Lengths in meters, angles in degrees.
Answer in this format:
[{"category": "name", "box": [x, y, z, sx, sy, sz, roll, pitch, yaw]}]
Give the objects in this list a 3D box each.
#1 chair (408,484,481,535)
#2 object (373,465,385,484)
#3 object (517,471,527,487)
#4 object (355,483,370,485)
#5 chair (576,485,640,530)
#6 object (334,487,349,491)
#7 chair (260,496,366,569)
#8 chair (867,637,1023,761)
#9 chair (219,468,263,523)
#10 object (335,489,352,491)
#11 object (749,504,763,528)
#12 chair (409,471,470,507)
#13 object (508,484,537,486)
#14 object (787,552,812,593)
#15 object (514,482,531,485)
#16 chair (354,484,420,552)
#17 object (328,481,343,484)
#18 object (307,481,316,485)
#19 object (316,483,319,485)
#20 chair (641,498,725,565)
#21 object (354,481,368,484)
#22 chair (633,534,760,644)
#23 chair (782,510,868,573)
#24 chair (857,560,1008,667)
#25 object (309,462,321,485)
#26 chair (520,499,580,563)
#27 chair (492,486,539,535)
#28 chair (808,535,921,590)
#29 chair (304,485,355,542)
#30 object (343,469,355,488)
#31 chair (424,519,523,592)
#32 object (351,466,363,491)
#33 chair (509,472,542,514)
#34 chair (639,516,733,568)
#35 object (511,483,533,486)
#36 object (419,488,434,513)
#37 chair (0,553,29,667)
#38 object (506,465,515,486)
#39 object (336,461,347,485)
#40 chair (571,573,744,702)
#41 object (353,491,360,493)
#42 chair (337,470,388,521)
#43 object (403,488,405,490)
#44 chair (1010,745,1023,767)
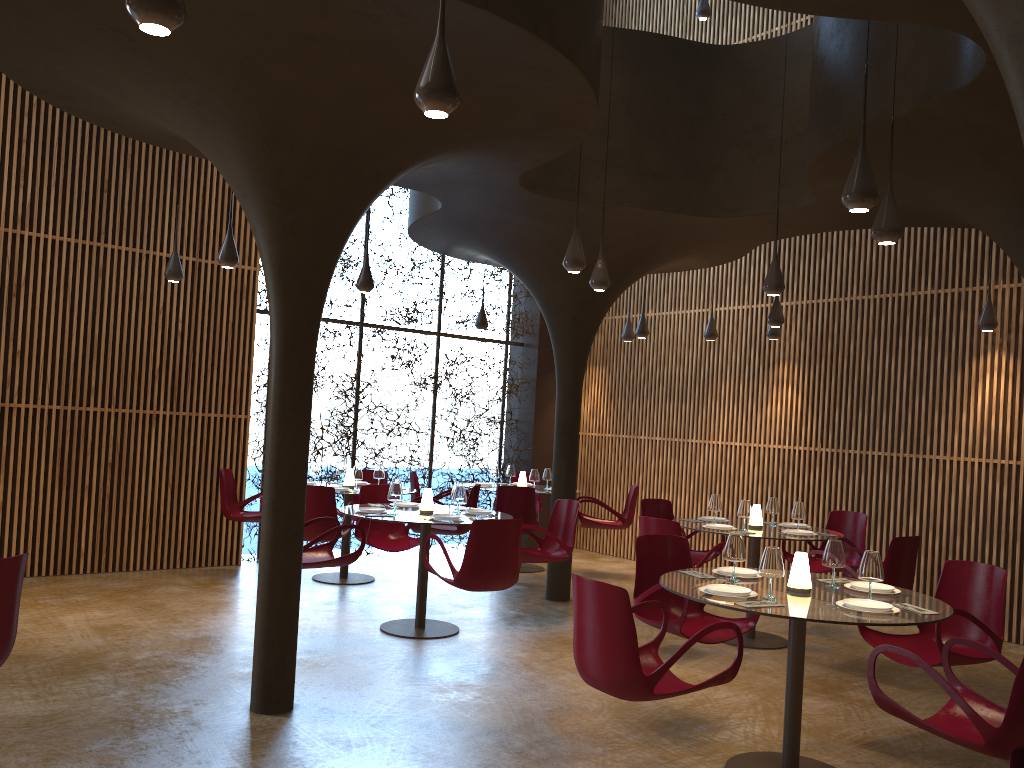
[{"category": "chair", "box": [-0.830, 1.514, 10.803, 0.872, 0.636, 0.625, 3, -2, 2]}, {"category": "object", "box": [-1.650, 1.152, 10.985, 0.142, 0.295, 0.142, 3, -1, 2]}, {"category": "object", "box": [0.148, 1.349, 12.487, 0.144, 0.232, 0.142, 3, -1, 27]}, {"category": "object", "box": [-1.999, 1.290, 11.463, 0.331, 0.014, 0.332, 1, -3, 44]}, {"category": "chair", "box": [1.321, 1.702, 12.355, 0.872, 0.636, 0.625, 3, -2, 2]}, {"category": "object", "box": [-2.045, 1.233, 10.418, 0.263, 0.029, 0.263, 3, -2, 12]}, {"category": "chair", "box": [-1.842, 1.338, 8.001, 0.873, 0.636, 0.625, 4, -2, -33]}, {"category": "chair", "box": [2.274, 1.413, 4.257, 0.625, 0.635, 0.872, 4, -2, -28]}, {"category": "chair", "box": [-3.178, 1.386, 10.937, 0.872, 0.636, 0.625, 3, -2, -3]}, {"category": "object", "box": [-2.046, 1.243, 10.418, 0.332, 0.014, 0.332, 5, -3, -29]}, {"category": "object", "box": [2.461, 1.330, 8.930, 0.142, 0.232, 0.144, 2, -2, 37]}, {"category": "chair", "box": [-1.027, 1.574, 12.489, 0.872, 0.636, 0.625, 3, -2, -3]}, {"category": "object", "box": [0.157, 1.480, 13.015, 0.410, 0.012, 0.204, 3, -2, 4]}, {"category": "object", "box": [1.747, 1.138, 5.371, 0.142, 0.232, 0.144, 3, -1, 27]}, {"category": "object", "box": [0.153, 1.469, 13.015, 0.263, 0.029, 0.263, 3, -2, 5]}, {"category": "chair", "box": [-1.329, 1.429, 9.470, 0.625, 0.635, 0.872, 4, -2, -23]}, {"category": "object", "box": [-2.295, 1.283, 11.526, 0.126, 0.017, 0.262, 3, -2, 8]}, {"category": "object", "box": [-2.555, 1.228, 10.971, 0.263, 0.029, 0.263, 2, -3, 23]}, {"category": "object", "box": [-2.555, 1.237, 10.970, 0.331, 0.014, 0.332, 2, -3, 33]}, {"category": "chair", "box": [1.804, 1.618, 9.721, 0.625, 0.635, 0.872, 4, -2, -33]}, {"category": "object", "box": [-1.999, 1.280, 11.464, 0.263, 0.029, 0.263, 3, -2, -1]}, {"category": "chair", "box": [1.238, 1.439, 6.262, 0.625, 0.635, 0.872, 4, -2, -23]}, {"category": "chair", "box": [3.437, 1.705, 9.594, 0.873, 0.636, 0.625, 5, -2, -38]}, {"category": "chair", "box": [2.824, 1.512, 5.853, 0.873, 0.636, 0.625, 4, -2, -28]}, {"category": "object", "box": [-2.396, 1.102, 10.796, 0.142, 0.295, 0.142, 4, -2, -39]}, {"category": "chair", "box": [0.257, 1.502, 9.061, 0.873, 0.636, 0.625, 4, -2, -28]}, {"category": "chair", "box": [0.048, 1.583, 11.250, 0.625, 0.635, 0.873, 3, -2, 2]}, {"category": "chair", "box": [3.171, 1.620, 7.927, 0.625, 0.636, 0.872, 5, -2, -38]}, {"category": "chair", "box": [-2.104, 1.395, 9.698, 0.625, 0.635, 0.873, 3, -2, 2]}, {"category": "object", "box": [-2.004, 1.161, 10.935, 0.142, 0.232, 0.144, 3, -1, 17]}, {"category": "chair", "box": [-0.293, 1.403, 7.466, 0.625, 0.635, 0.872, 4, -2, -28]}, {"category": "object", "box": [-1.848, 1.123, 10.555, 0.142, 0.295, 0.142, 4, -1, -23]}, {"category": "chair", "box": [0.151, 1.684, 13.504, 0.625, 0.635, 0.873, 3, -2, 7]}, {"category": "chair", "box": [1.554, 1.539, 8.185, 0.873, 0.636, 0.625, 5, -2, -43]}, {"category": "object", "box": [0.152, 1.478, 13.015, 0.331, 0.014, 0.332, 1, -3, 44]}, {"category": "object", "box": [-0.820, 1.128, 8.580, 0.142, 0.232, 0.144, 3, -1, 7]}, {"category": "chair", "box": [-2.839, 1.124, 4.299, 0.872, 0.636, 0.625, 3, -2, 10]}, {"category": "object", "box": [-0.021, 1.325, 12.870, 0.142, 0.295, 0.142, 4, -1, -38]}, {"category": "object", "box": [-2.172, 1.137, 11.318, 0.142, 0.295, 0.142, 4, -1, -26]}, {"category": "chair", "box": [0.725, 1.348, 4.793, 0.873, 0.636, 0.625, 4, -2, -33]}, {"category": "object", "box": [-1.755, 1.263, 10.336, 0.126, 0.017, 0.262, 3, -2, 12]}, {"category": "chair", "box": [-2.001, 1.496, 11.952, 0.625, 0.635, 0.873, 3, -2, 7]}, {"category": "object", "box": [-1.461, 1.313, 11.118, 0.262, 0.017, 0.126, 3, -2, 3]}, {"category": "chair", "box": [1.480, 1.271, 1.971, 0.625, 0.635, 0.873, 3, -2, 9]}]
